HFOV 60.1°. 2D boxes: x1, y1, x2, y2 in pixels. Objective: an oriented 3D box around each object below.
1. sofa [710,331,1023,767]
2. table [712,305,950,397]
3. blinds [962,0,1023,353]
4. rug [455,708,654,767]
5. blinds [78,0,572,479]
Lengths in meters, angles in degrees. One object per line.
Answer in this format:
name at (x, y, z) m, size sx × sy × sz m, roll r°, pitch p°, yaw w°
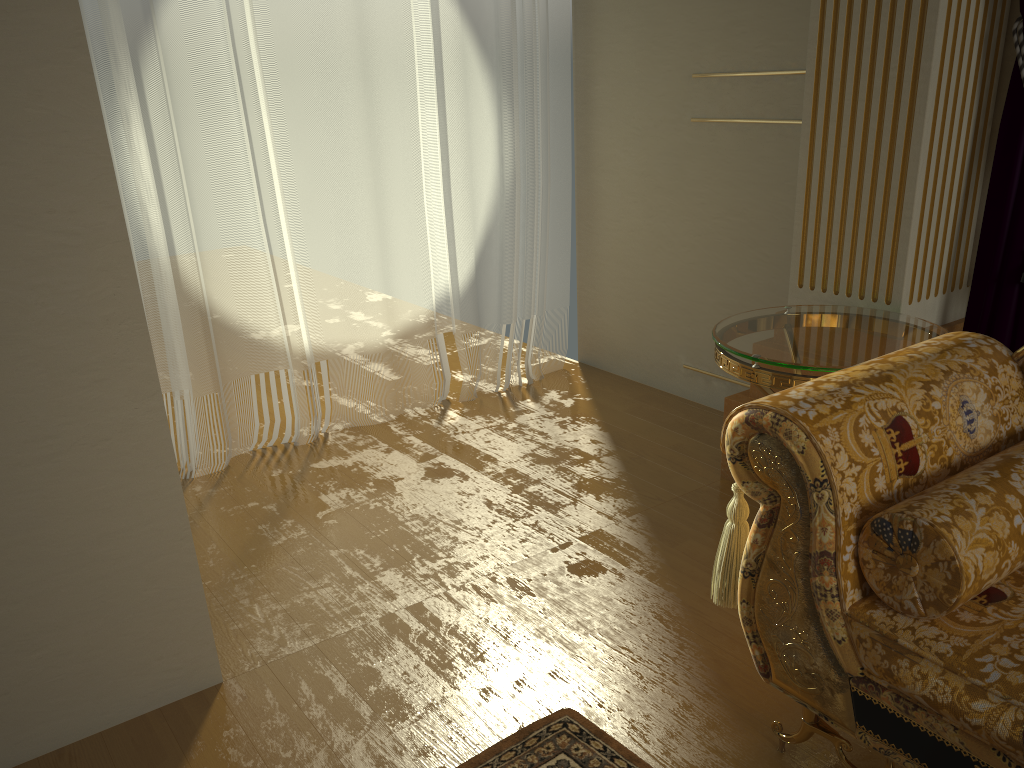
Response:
sofa at (1.177, 0.444, 1.163) m, size 0.687 × 0.892 × 1.866 m, roll -17°, pitch 24°, yaw -32°
table at (0.807, 0.175, 2.336) m, size 0.571 × 0.659 × 0.558 m, roll 1°, pitch 22°, yaw 10°
blinds at (1.882, -0.627, 1.371) m, size 0.336 × 2.717 × 2.201 m, roll -17°, pitch 26°, yaw -31°
rug at (-0.503, 1.288, 0.322) m, size 3.051 × 0.018 × 2.086 m, roll -16°, pitch 23°, yaw -32°
blinds at (-0.615, -1.020, 3.057) m, size 2.148 × 2.567 × 0.161 m, roll -15°, pitch 25°, yaw -29°
